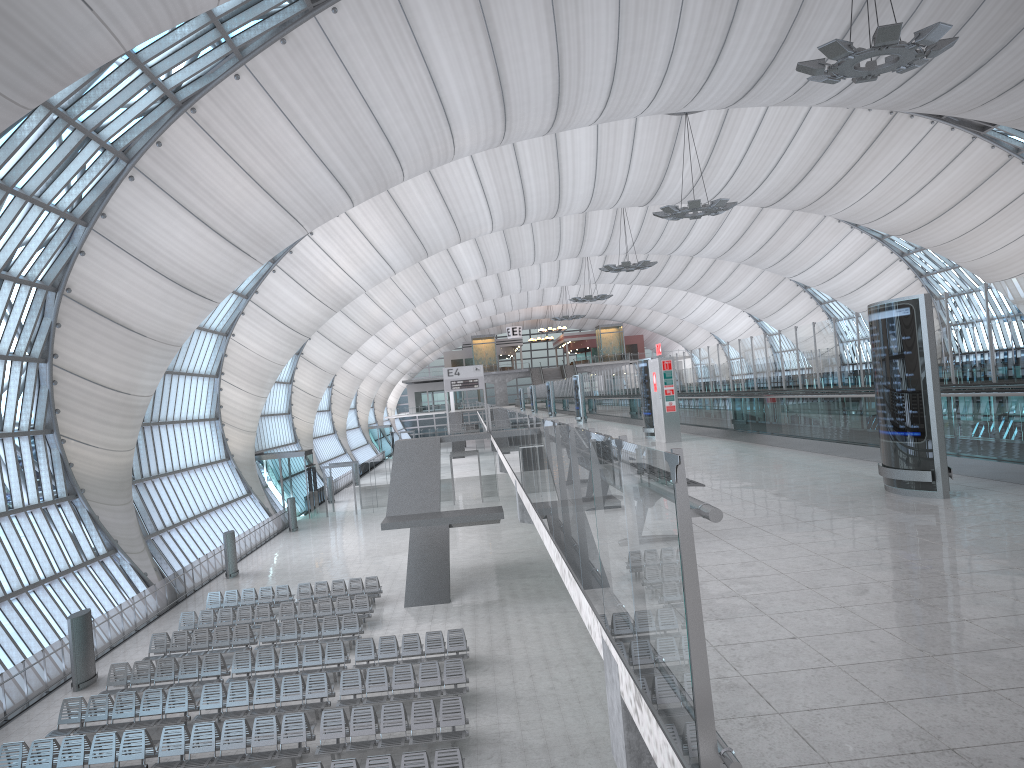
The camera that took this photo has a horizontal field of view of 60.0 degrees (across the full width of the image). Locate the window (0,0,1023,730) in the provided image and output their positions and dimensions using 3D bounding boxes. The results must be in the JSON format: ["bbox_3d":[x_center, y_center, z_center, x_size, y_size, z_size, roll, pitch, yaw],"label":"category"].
[{"bbox_3d":[7.501,-3.153,79.421,50.537,20.004,167.818,-5,-1,-3],"label":"window"}]

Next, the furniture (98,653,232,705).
[{"bbox_3d":[-8.034,6.860,20.684,2.705,0.913,1.572,-5,-1,-3],"label":"furniture"}]

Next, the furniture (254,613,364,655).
[{"bbox_3d":[-5.325,6.659,23.487,2.705,0.913,1.572,-5,-1,-3],"label":"furniture"}]

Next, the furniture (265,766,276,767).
[{"bbox_3d":[-4.870,6.482,13.625,2.705,0.913,1.572,-5,-1,-3],"label":"furniture"}]

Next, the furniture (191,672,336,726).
[{"bbox_3d":[-5.091,6.568,18.421,2.705,0.913,1.572,-5,-1,-3],"label":"furniture"}]

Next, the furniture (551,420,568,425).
[{"bbox_3d":[0.988,0.901,11.197,0.713,0.902,2.520,-5,-1,-3],"label":"furniture"}]

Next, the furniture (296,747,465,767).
[{"bbox_3d":[-2.038,6.234,13.760,2.705,0.913,1.572,-5,-1,-3],"label":"furniture"}]

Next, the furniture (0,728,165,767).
[{"bbox_3d":[-7.812,6.774,15.888,2.705,0.913,1.572,-5,-1,-3],"label":"furniture"}]

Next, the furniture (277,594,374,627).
[{"bbox_3d":[-5.434,6.701,25.833,2.705,0.913,1.572,-5,-1,-3],"label":"furniture"}]

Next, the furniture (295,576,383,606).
[{"bbox_3d":[-5.556,6.749,28.471,2.705,0.913,1.572,-5,-1,-3],"label":"furniture"}]

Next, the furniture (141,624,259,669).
[{"bbox_3d":[-8.157,6.908,23.352,2.705,0.913,1.572,-5,-1,-3],"label":"furniture"}]

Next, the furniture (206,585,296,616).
[{"bbox_3d":[-8.387,6.997,28.336,2.705,0.913,1.572,-5,-1,-3],"label":"furniture"}]

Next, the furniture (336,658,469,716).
[{"bbox_3d":[-2.260,6.320,18.557,2.705,0.913,1.572,-5,-1,-3],"label":"furniture"}]

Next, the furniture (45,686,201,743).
[{"bbox_3d":[-7.923,6.817,18.286,2.705,0.913,1.572,-5,-1,-3],"label":"furniture"}]

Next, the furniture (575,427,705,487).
[{"bbox_3d":[1.110,0.849,8.177,0.713,0.902,2.520,-5,-1,-3],"label":"furniture"}]

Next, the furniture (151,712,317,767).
[{"bbox_3d":[-4.980,6.525,16.023,2.705,0.913,1.572,-5,-1,-3],"label":"furniture"}]

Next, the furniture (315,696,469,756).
[{"bbox_3d":[-2.149,6.277,16.158,2.705,0.913,1.572,-5,-1,-3],"label":"furniture"}]

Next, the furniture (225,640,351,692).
[{"bbox_3d":[-5.202,6.611,20.820,2.705,0.913,1.572,-5,-1,-3],"label":"furniture"}]

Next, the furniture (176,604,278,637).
[{"bbox_3d":[-8.265,6.950,25.698,2.705,0.913,1.572,-5,-1,-3],"label":"furniture"}]

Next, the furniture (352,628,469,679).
[{"bbox_3d":[-2.371,6.363,20.955,2.705,0.913,1.572,-5,-1,-3],"label":"furniture"}]
